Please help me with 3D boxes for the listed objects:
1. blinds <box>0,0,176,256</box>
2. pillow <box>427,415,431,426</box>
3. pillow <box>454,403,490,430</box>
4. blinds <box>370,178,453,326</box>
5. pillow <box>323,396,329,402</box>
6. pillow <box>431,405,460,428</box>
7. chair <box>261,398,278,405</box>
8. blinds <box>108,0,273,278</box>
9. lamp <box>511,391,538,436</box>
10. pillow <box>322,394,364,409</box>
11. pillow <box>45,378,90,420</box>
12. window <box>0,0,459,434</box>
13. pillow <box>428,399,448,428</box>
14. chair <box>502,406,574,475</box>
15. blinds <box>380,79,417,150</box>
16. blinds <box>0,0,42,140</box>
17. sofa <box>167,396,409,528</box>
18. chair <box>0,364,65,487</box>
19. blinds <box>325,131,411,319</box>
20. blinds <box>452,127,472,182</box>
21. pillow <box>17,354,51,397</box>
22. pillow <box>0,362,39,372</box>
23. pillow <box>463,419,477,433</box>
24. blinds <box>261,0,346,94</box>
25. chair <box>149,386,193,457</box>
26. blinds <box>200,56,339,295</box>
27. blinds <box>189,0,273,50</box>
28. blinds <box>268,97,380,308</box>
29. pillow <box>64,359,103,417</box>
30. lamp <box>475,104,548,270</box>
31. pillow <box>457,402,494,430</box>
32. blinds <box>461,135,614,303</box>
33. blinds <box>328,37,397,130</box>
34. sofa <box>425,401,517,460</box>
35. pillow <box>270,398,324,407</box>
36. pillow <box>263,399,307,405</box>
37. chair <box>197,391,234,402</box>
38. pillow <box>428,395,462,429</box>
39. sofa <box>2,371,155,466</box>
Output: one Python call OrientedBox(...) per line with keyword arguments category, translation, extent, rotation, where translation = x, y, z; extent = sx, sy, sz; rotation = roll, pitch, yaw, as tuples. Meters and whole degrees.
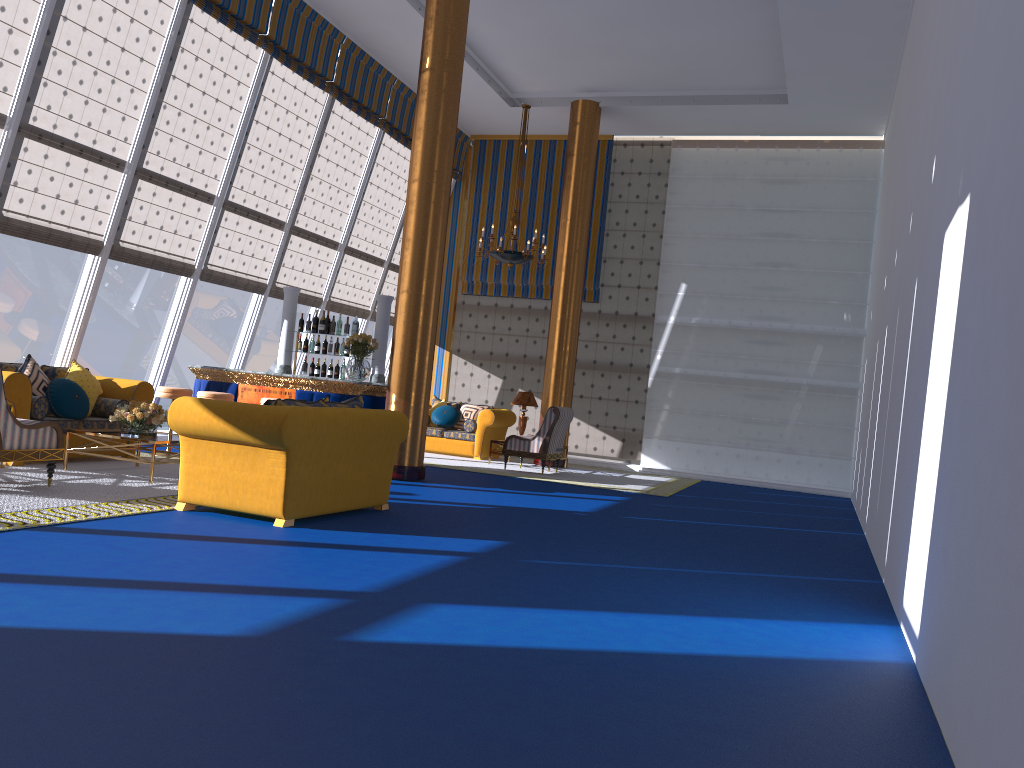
OrientedBox(category="blinds", translation=(-4.214, -3.088, 9.016), extent=(0.868, 3.394, 1.374), rotation=(6, 0, 19))
OrientedBox(category="pillow", translation=(-1.532, 0.590, 14.674), extent=(0.213, 0.219, 0.380), rotation=(5, -1, 24))
OrientedBox(category="pillow", translation=(-0.671, 0.555, 14.642), extent=(0.518, 0.456, 0.329), rotation=(5, -1, 18))
OrientedBox(category="blinds", translation=(-1.704, -2.733, 16.161), extent=(0.868, 3.394, 1.374), rotation=(6, 0, 19))
OrientedBox(category="pillow", translation=(-1.635, 0.331, 7.235), extent=(0.230, 0.491, 0.616), rotation=(5, -1, 25))
OrientedBox(category="pillow", translation=(-1.090, 0.535, 14.569), extent=(0.463, 0.367, 0.388), rotation=(6, -1, -21))
OrientedBox(category="chair", translation=(-2.585, 0.550, 9.720), extent=(0.401, 0.782, 0.395), rotation=(6, 0, -22))
OrientedBox(category="blinds", translation=(-3.714, -3.017, 10.438), extent=(0.868, 3.394, 1.374), rotation=(6, 0, 19))
OrientedBox(category="lamp", translation=(0.179, 0.515, 13.945), extent=(0.446, 0.783, 0.447), rotation=(6, 0, 4))
OrientedBox(category="pillow", translation=(-1.478, 0.392, 7.230), extent=(0.351, 0.672, 0.606), rotation=(5, -1, 27))
OrientedBox(category="pillow", translation=(-4.302, 0.149, 8.599), extent=(0.316, 0.404, 0.478), rotation=(5, -1, 32))
OrientedBox(category="window", translation=(-4.331, -2.173, 9.825), extent=(1.608, 5.855, 15.572), rotation=(6, -1, 20))
OrientedBox(category="pillow", translation=(-1.175, 0.489, 14.852), extent=(0.606, 0.491, 0.234), rotation=(5, -1, 24))
OrientedBox(category="chair", translation=(0.380, 0.782, 12.739), extent=(0.779, 0.966, 0.799), rotation=(5, -1, 19))
OrientedBox(category="blinds", translation=(-1.711, -4.294, 14.497), extent=(0.336, 0.830, 1.535), rotation=(6, -1, 19))
OrientedBox(category="blinds", translation=(-4.711, -3.158, 7.599), extent=(0.868, 3.394, 1.374), rotation=(6, 0, 19))
OrientedBox(category="sofa", translation=(-1.704, 0.571, 7.008), extent=(1.004, 0.854, 1.861), rotation=(5, -1, 21))
OrientedBox(category="chair", translation=(-3.939, 0.262, 6.607), extent=(0.788, 0.966, 0.789), rotation=(5, -1, 19))
OrientedBox(category="blinds", translation=(-2.199, -2.803, 14.752), extent=(0.868, 3.394, 1.374), rotation=(6, 0, 19))
OrientedBox(category="blinds", translation=(-1.197, -4.221, 15.962), extent=(0.336, 0.830, 1.535), rotation=(6, -1, 19))
OrientedBox(category="pillow", translation=(-4.526, 0.031, 8.446), extent=(0.279, 0.619, 0.695), rotation=(6, -1, 17))
OrientedBox(category="pillow", translation=(-4.785, 0.059, 8.461), extent=(0.245, 0.549, 0.611), rotation=(6, -1, 17))
OrientedBox(category="pillow", translation=(-0.617, 0.676, 14.332), extent=(0.213, 0.219, 0.376), rotation=(5, -1, 24))
OrientedBox(category="blinds", translation=(-2.739, -4.439, 11.570), extent=(0.336, 0.830, 1.535), rotation=(6, -1, 19))
OrientedBox(category="chair", translation=(-3.901, 0.426, 10.166), extent=(0.402, 0.782, 0.394), rotation=(6, -1, -33))
OrientedBox(category="blinds", translation=(-3.204, -2.945, 11.891), extent=(0.868, 3.394, 1.374), rotation=(6, 0, 19))
OrientedBox(category="blinds", translation=(-3.253, -4.511, 10.106), extent=(0.336, 0.830, 1.535), rotation=(6, -1, 19))
OrientedBox(category="blinds", translation=(-2.713, -2.876, 13.287), extent=(0.868, 3.394, 1.374), rotation=(6, 0, 19))
OrientedBox(category="pillow", translation=(-4.343, 0.053, 8.960), extent=(0.326, 0.583, 0.582), rotation=(5, -1, 39))
OrientedBox(category="lamp", translation=(0.090, -2.870, 12.979), extent=(1.061, 2.421, 1.057), rotation=(6, 0, -4))
OrientedBox(category="pillow", translation=(-0.618, 0.621, 14.834), extent=(0.609, 0.610, 0.342), rotation=(5, -1, 24))
OrientedBox(category="blinds", translation=(0.427, -3.029, 16.138), extent=(2.643, 2.990, 0.153), rotation=(5, 0, 18))
OrientedBox(category="blinds", translation=(-2.224, -4.366, 13.036), extent=(0.336, 0.830, 1.535), rotation=(6, -1, 19))
OrientedBox(category="sofa", translation=(-0.976, 0.758, 14.811), extent=(1.834, 0.854, 1.019), rotation=(5, -1, 20))
OrientedBox(category="pillow", translation=(-1.672, 0.396, 6.667), extent=(0.337, 0.610, 0.619), rotation=(5, -1, 24))
OrientedBox(category="pillow", translation=(-1.856, 0.321, 6.722), extent=(0.325, 0.456, 0.525), rotation=(6, -1, 19))
OrientedBox(category="chair", translation=(-3.333, 0.478, 9.871), extent=(0.402, 0.782, 0.394), rotation=(6, -1, -33))
OrientedBox(category="pillow", translation=(-1.172, 0.537, 15.014), extent=(0.595, 0.672, 0.357), rotation=(5, -1, 27))
OrientedBox(category="sofa", translation=(-4.589, 0.296, 8.712), extent=(0.995, 0.854, 1.858), rotation=(5, -1, 19))
